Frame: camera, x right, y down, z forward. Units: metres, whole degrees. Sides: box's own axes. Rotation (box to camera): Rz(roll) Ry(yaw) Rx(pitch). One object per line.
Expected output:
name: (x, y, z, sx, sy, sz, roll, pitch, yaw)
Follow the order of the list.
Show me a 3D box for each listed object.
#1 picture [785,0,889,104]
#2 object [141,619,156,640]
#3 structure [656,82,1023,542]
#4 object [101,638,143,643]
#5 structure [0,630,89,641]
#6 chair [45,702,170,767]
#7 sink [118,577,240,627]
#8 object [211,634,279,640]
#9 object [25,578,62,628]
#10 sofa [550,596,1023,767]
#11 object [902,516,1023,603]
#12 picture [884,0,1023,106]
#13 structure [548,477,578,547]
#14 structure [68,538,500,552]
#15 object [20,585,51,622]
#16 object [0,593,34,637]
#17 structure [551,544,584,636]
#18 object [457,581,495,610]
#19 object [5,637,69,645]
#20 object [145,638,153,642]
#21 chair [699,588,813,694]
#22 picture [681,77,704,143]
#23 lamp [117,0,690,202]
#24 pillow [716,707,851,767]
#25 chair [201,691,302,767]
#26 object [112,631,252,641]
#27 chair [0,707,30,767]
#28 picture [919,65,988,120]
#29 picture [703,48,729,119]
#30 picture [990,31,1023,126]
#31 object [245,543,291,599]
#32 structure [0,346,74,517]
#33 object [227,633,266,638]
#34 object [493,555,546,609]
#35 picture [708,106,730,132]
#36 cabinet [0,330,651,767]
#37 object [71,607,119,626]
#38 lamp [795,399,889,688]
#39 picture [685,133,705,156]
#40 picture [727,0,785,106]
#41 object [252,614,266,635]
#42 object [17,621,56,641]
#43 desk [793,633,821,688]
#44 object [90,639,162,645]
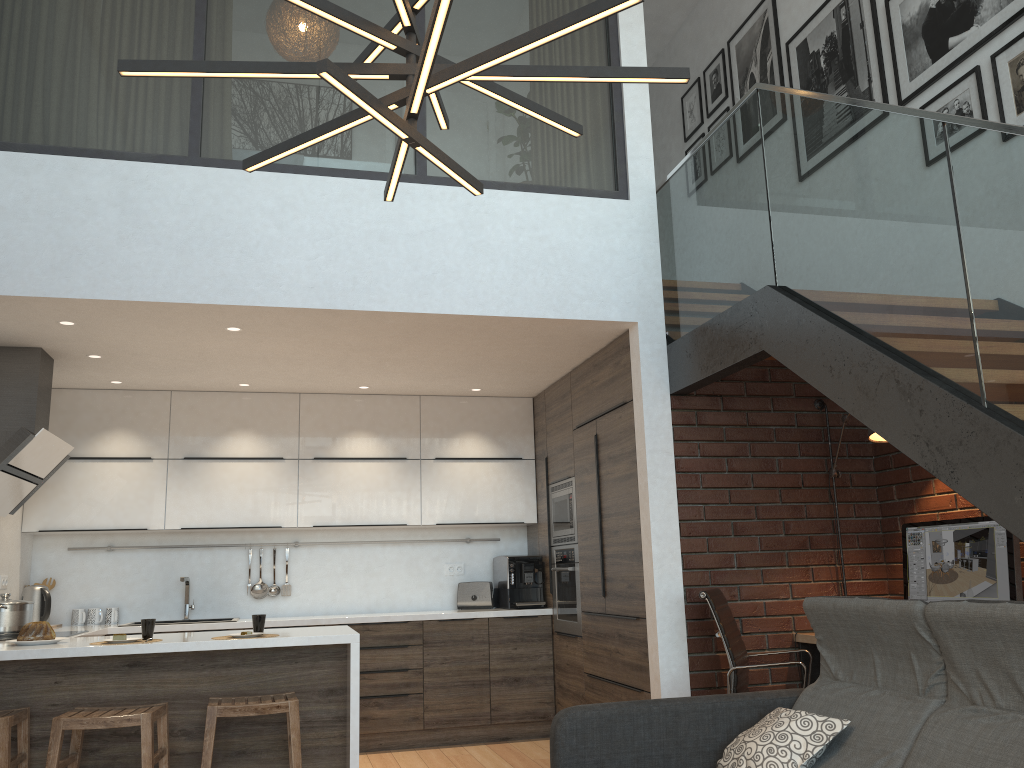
picture: (1.948, -1.869, 5.381, 0.025, 0.990, 0.871, 1, -12, -14)
object: (-1.687, 1.138, 4.109, 0.066, 0.093, 0.066, -6, -13, 21)
structure: (1.818, 0.281, 3.487, 1.289, 3.460, 5.660, 1, -12, -14)
object: (-1.749, 1.152, 3.979, 0.176, 0.014, 0.176, 4, -13, -24)
structure: (-2.606, 1.339, 4.706, 0.550, 0.006, 0.609, 1, -12, -14)
chair: (-1.643, 1.642, 3.612, 0.450, 0.600, 0.350, 0, -12, -9)
sink: (-2.165, 1.533, 5.829, 0.706, 0.518, 0.512, 1, -12, -14)
object: (-1.236, 1.173, 4.116, 0.304, 0.002, 0.304, -6, -13, 17)
object: (-3.058, 1.415, 5.745, 0.221, 0.316, 0.330, 1, -12, -14)
sofa: (0.541, 0.933, 1.536, 2.108, 0.995, 3.169, 1, -12, -14)
object: (1.969, 0.894, 4.080, 0.431, 0.535, 0.716, 1, -12, -14)
picture: (2.205, -1.910, 4.381, 0.025, 0.654, 0.990, 1, -12, -14)
structure: (0.561, 0.876, 6.035, 0.459, 0.430, 0.595, 1, -12, -14)
structure: (-1.547, 1.150, 6.366, 3.000, 0.045, 0.050, 1, -12, -14)
object: (-2.885, 1.351, 5.356, 0.179, 0.270, 0.220, 4, -13, -27)
object: (-2.766, 1.253, 4.826, 0.288, 0.223, 0.315, -8, -13, 26)
structure: (0.559, 1.365, 5.927, 0.495, 0.570, 0.595, 1, -12, -14)
object: (-0.267, 1.549, 6.504, 0.260, 0.195, 0.177, -3, -12, 5)
object: (-2.184, 1.186, 4.083, 0.261, 0.021, 0.261, 3, -13, -20)
object: (-1.639, 1.153, 3.991, 0.025, 0.011, 0.126, 0, -12, -11)
chair: (1.253, 1.464, 4.155, 0.700, 0.991, 0.651, -6, -13, 19)
picture: (1.478, -2.241, 7.264, 0.025, 0.410, 0.333, 1, -12, -14)
lamp: (-0.265, -2.285, 2.227, 1.200, 3.645, 0.831, -1, -12, -5)
pillow: (1.096, 0.911, 1.798, 0.386, 0.364, 2.734, 0, -12, -11)
chair: (-1.125, 1.671, 3.824, 0.450, 0.600, 0.350, 2, -13, -17)
object: (-1.488, 1.138, 4.021, 0.597, 0.039, 0.064, 2, -13, -18)
chair: (-2.221, 1.656, 3.588, 0.450, 0.600, 0.350, 1, -12, -14)
picture: (2.190, -1.321, 4.401, 0.025, 0.333, 0.410, 1, -12, -14)
picture: (1.580, -2.325, 6.875, 0.025, 0.410, 0.333, 1, -12, -14)
picture: (2.305, -1.363, 3.953, 0.022, 0.440, 0.358, 1, -12, -14)
object: (-1.724, 1.322, 6.274, 0.320, 0.389, 0.069, 1, -12, -13)
structure: (-2.726, 0.211, 4.928, 0.407, 0.998, 0.898, 1, -12, -14)
object: (-1.223, 1.156, 4.078, 0.176, 0.014, 0.176, 0, -12, -10)
object: (0.056, 1.437, 6.455, 0.274, 0.378, 0.532, 1, -12, -14)
picture: (1.595, -1.851, 6.774, 0.025, 0.410, 0.333, 1, -12, -14)
cabinet: (-1.231, 1.052, 5.233, 3.495, 2.401, 2.401, 1, -12, -14)
object: (-2.780, 1.551, 5.915, 0.297, 0.105, 0.112, 1, -12, -13)
lamp: (1.915, 0.960, 4.311, 0.462, 2.003, 1.054, 5, -14, -30)
picture: (1.493, -1.764, 7.163, 0.025, 0.410, 0.333, 1, -12, -14)
picture: (1.726, -2.163, 6.277, 0.025, 0.990, 0.654, 1, -12, -14)
object: (-1.200, 1.141, 4.203, 0.066, 0.093, 0.066, 9, -16, -40)
object: (-2.198, 1.149, 4.099, 0.155, 0.101, 0.161, 2, -13, -19)
desk: (2.025, 1.442, 3.575, 0.610, 0.750, 2.182, 1, -12, -14)
object: (-1.746, 1.168, 4.016, 0.305, 0.002, 0.305, -13, -17, 43)
